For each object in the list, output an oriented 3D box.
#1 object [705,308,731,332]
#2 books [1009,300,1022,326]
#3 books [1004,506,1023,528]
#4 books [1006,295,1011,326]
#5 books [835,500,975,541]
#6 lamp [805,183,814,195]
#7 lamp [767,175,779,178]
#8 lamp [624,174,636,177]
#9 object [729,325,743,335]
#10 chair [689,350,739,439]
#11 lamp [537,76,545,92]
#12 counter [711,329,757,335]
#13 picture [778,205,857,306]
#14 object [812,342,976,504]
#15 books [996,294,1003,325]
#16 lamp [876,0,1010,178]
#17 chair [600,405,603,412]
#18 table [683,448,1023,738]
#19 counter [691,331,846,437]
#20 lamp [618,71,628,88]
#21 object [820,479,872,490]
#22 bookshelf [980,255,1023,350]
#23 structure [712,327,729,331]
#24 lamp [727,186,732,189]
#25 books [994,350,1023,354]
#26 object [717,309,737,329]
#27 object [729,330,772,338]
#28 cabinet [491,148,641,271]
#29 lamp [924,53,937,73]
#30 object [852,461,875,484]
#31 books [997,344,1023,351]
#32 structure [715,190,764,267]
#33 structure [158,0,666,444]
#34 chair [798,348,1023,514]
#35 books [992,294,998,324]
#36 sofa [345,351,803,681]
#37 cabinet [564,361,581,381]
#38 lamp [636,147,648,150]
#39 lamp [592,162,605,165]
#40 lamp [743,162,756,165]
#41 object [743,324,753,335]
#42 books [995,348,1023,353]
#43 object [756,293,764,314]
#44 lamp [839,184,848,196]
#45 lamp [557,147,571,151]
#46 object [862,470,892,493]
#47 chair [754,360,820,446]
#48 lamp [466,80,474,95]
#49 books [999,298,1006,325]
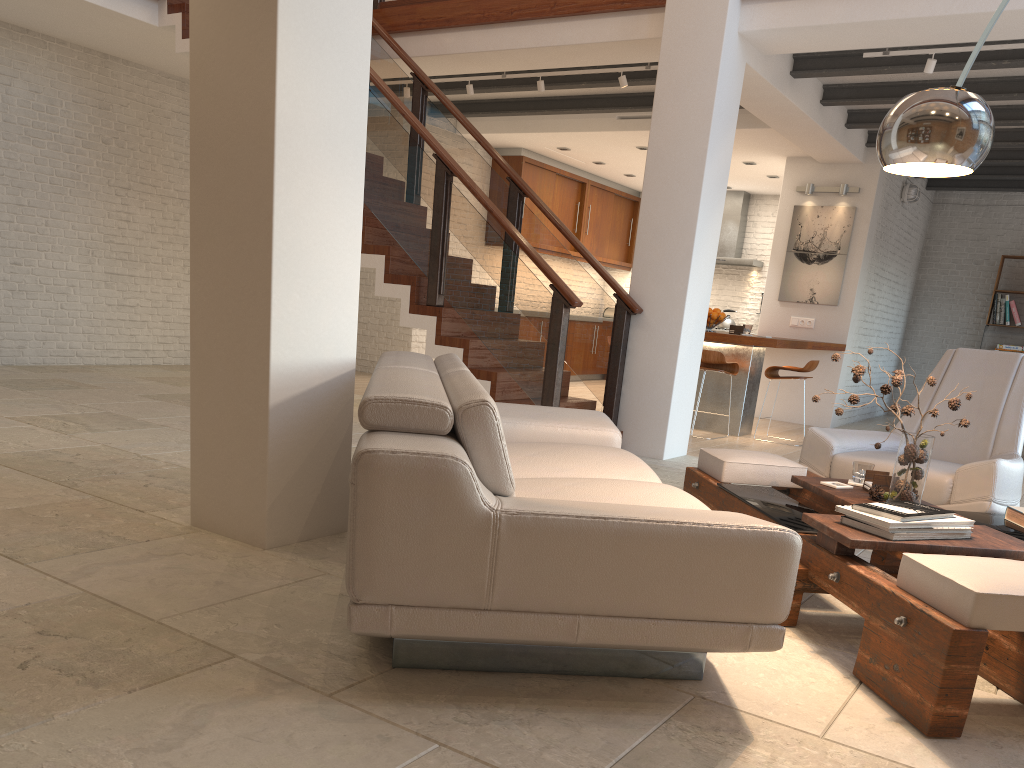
[{"bbox_3d":[1.884,-0.612,8.286,0.366,0.230,0.351,5,8,-2],"label":"object"},{"bbox_3d":[6.486,-0.905,11.224,0.191,0.330,0.250,13,14,32],"label":"books"},{"bbox_3d":[2.156,0.546,3.410,0.326,0.058,0.247,6,6,2],"label":"books"},{"bbox_3d":[6.399,-0.948,11.244,0.119,0.395,0.239,14,15,32],"label":"books"},{"bbox_3d":[1.320,0.454,2.913,0.401,0.077,0.242,3,7,-25],"label":"books"},{"bbox_3d":[3.186,-2.086,9.335,0.079,0.108,0.077,-1,13,-29],"label":"lamp"},{"bbox_3d":[3.225,-2.576,10.760,0.121,0.057,0.122,10,8,32],"label":"lamp"},{"bbox_3d":[1.591,-2.832,11.760,0.121,0.057,0.122,10,8,32],"label":"lamp"},{"bbox_3d":[2.103,-0.506,8.160,0.094,0.085,0.110,3,9,-12],"label":"object"},{"bbox_3d":[1.757,0.083,7.901,0.397,0.803,0.414,14,15,32],"label":"chair"},{"bbox_3d":[0.246,-2.534,7.387,0.059,0.133,0.084,15,15,34],"label":"lamp"},{"bbox_3d":[1.961,-0.765,11.728,3.461,0.072,3.283,9,6,32],"label":"counter"},{"bbox_3d":[3.301,-1.397,9.466,0.643,1.053,0.019,13,16,30],"label":"picture"},{"bbox_3d":[1.403,0.152,3.310,0.541,0.629,0.304,6,13,3],"label":"object"},{"bbox_3d":[6.318,-0.964,11.308,0.089,0.398,0.239,15,15,32],"label":"books"},{"bbox_3d":[1.508,-0.209,1.937,0.320,2.433,1.954,0,12,-21],"label":"lamp"},{"bbox_3d":[1.139,-0.071,8.900,0.415,0.803,0.396,13,15,31],"label":"chair"},{"bbox_3d":[1.757,0.674,3.370,1.973,0.444,2.131,5,6,-7],"label":"table"},{"bbox_3d":[2.204,-0.051,8.996,1.656,0.952,2.459,11,8,32],"label":"counter"},{"bbox_3d":[0.891,-2.432,6.984,0.087,0.134,0.057,4,13,-7],"label":"lamp"},{"bbox_3d":[1.434,0.416,3.679,0.271,0.036,0.241,6,5,4],"label":"object"},{"bbox_3d":[6.729,-0.449,11.115,1.293,2.282,0.357,13,16,30],"label":"bookshelf"},{"bbox_3d":[2.920,-0.809,12.696,0.798,0.033,0.581,9,6,32],"label":"structure"},{"bbox_3d":[2.940,-2.715,11.962,0.121,0.057,0.122,10,8,32],"label":"lamp"},{"bbox_3d":[6.459,-0.402,11.300,0.375,0.038,0.239,8,6,26],"label":"books"},{"bbox_3d":[3.085,-0.926,12.449,0.261,0.285,0.254,-2,13,-35],"label":"object"},{"bbox_3d":[2.185,-0.465,8.066,0.388,0.036,0.195,10,7,35],"label":"object"},{"bbox_3d":[0.817,-2.328,12.143,0.452,1.203,3.292,14,10,33],"label":"cabinet"},{"bbox_3d":[2.796,-2.134,5.824,0.059,0.133,0.083,6,12,2],"label":"lamp"},{"bbox_3d":[1.497,0.380,3.729,0.091,0.088,0.088,4,10,-8],"label":"object"},{"bbox_3d":[6.480,-0.468,11.294,0.320,0.057,0.251,10,7,34],"label":"books"},{"bbox_3d":[3.095,-2.212,12.379,0.968,1.029,0.448,12,15,31],"label":"structure"},{"bbox_3d":[0.986,-1.643,6.716,9.977,4.288,13.647,10,7,32],"label":"structure"},{"bbox_3d":[2.194,0.321,4.504,0.966,1.053,0.997,-3,14,-40],"label":"chair"},{"bbox_3d":[6.282,-0.968,11.321,0.089,0.398,0.239,15,15,32],"label":"books"},{"bbox_3d":[0.040,0.347,3.213,1.146,0.781,2.250,5,6,-7],"label":"sofa"},{"bbox_3d":[1.982,-1.338,12.027,4.786,2.939,2.182,5,11,-3],"label":"cabinet"},{"bbox_3d":[1.476,-2.661,9.772,0.121,0.057,0.122,10,8,32],"label":"lamp"},{"bbox_3d":[1.103,-2.814,11.030,0.121,0.057,0.122,10,8,32],"label":"lamp"},{"bbox_3d":[2.737,-2.558,10.030,0.121,0.057,0.122,10,8,32],"label":"lamp"},{"bbox_3d":[2.167,-0.501,8.031,0.090,0.088,0.088,-3,13,-42],"label":"object"},{"bbox_3d":[6.471,-0.431,11.310,0.350,0.021,0.268,9,6,30],"label":"books"},{"bbox_3d":[3.798,-1.073,12.360,0.657,0.404,0.137,10,14,31],"label":"object"},{"bbox_3d":[3.482,-2.040,9.154,0.079,0.108,0.077,-1,13,-29],"label":"lamp"},{"bbox_3d":[0.614,-2.796,10.299,0.121,0.057,0.122,10,8,32],"label":"lamp"},{"bbox_3d":[1.517,0.408,3.594,0.094,0.085,0.111,6,9,4],"label":"object"},{"bbox_3d":[2.556,0.151,8.033,0.415,0.803,0.396,13,15,31],"label":"chair"},{"bbox_3d":[-0.373,-2.630,7.766,0.059,0.133,0.084,15,15,34],"label":"lamp"},{"bbox_3d":[6.368,-0.932,11.304,0.100,0.346,0.250,15,14,32],"label":"books"}]
